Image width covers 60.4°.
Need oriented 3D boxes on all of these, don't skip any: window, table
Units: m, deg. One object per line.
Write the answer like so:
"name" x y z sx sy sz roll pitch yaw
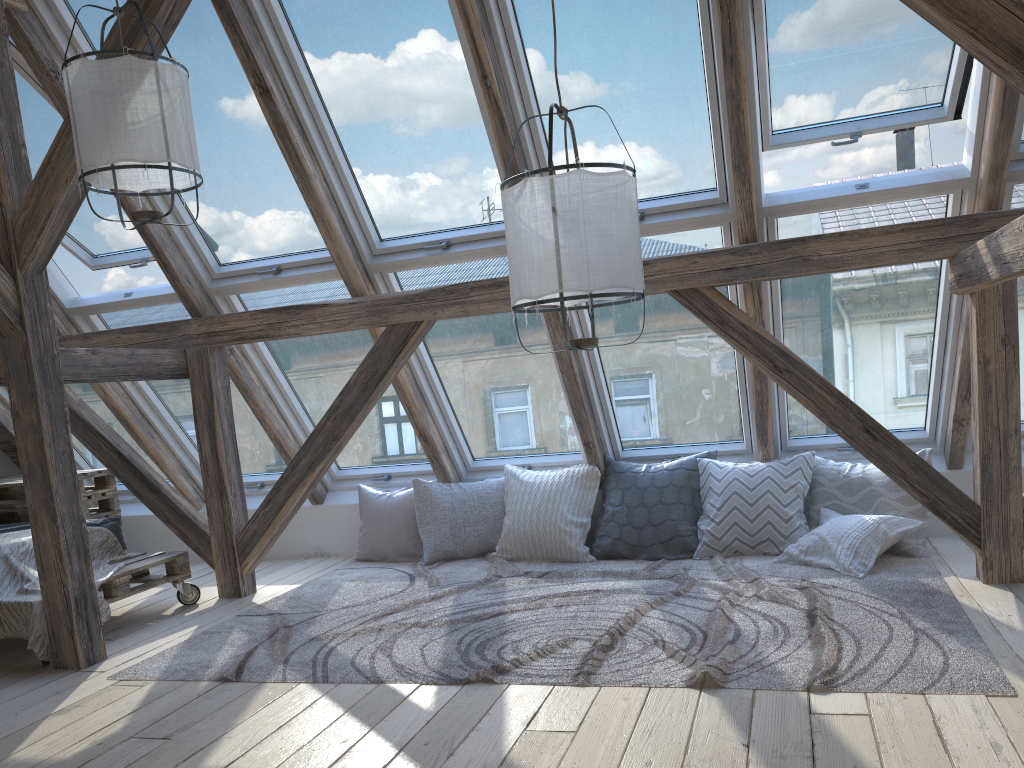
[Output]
"window" 0.778 -0.144 4.477 0.857 1.292 1.082 -4 5 17
"window" 1.263 -1.389 3.153 0.857 1.291 1.389 -4 4 17
"window" -2.239 -1.057 4.266 0.857 1.291 1.333 -4 4 17
"window" -0.973 0.022 5.036 0.857 1.292 1.082 -4 5 17
"window" -1.848 0.105 5.315 0.857 1.292 1.082 -4 5 17
"window" -1.377 -1.139 3.943 0.857 1.292 1.082 -4 5 17
"window" -2.724 0.188 5.594 0.857 1.292 1.082 -4 5 17
"window" -0.502 -1.221 3.664 0.857 1.292 1.082 -4 5 17
"window" 1.653 -0.227 4.198 0.857 1.292 1.082 -4 5 17
"window" 2.528 -0.310 3.919 0.857 1.292 1.082 -4 5 17
"window" 2.124 -1.470 2.827 0.857 1.292 1.082 -4 5 17
"window" -0.098 -0.061 4.757 0.857 1.292 1.082 -4 5 17
"table" -3.025 0.932 5.393 1.019 0.711 0.666 -5 4 17
"window" 0.373 -1.304 3.385 0.857 1.292 1.082 -4 5 17

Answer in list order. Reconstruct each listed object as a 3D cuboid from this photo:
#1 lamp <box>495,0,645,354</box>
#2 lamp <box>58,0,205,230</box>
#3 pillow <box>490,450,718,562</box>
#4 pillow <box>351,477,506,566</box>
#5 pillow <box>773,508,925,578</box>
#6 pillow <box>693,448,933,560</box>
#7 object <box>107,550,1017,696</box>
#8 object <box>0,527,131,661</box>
"lamp" 0.125 -1.049 2.555 0.396 1.919 0.405 -10 8 -31
"lamp" -1.325 -1.209 2.972 0.399 1.321 0.402 -6 7 -6
"pillow" 0.487 0.681 4.862 1.275 0.570 0.461 -5 4 19
"pillow" -0.448 0.805 5.192 1.135 0.532 0.429 -5 4 10
"pillow" 1.572 0.749 4.165 0.471 0.245 0.536 -6 2 -31
"pillow" 1.523 0.612 4.490 1.158 0.541 0.494 -5 4 23
"object" 0.240 0.949 3.973 3.195 0.057 2.163 -5 0 18
"object" -2.057 0.925 4.094 0.802 0.479 1.010 -7 2 -43
